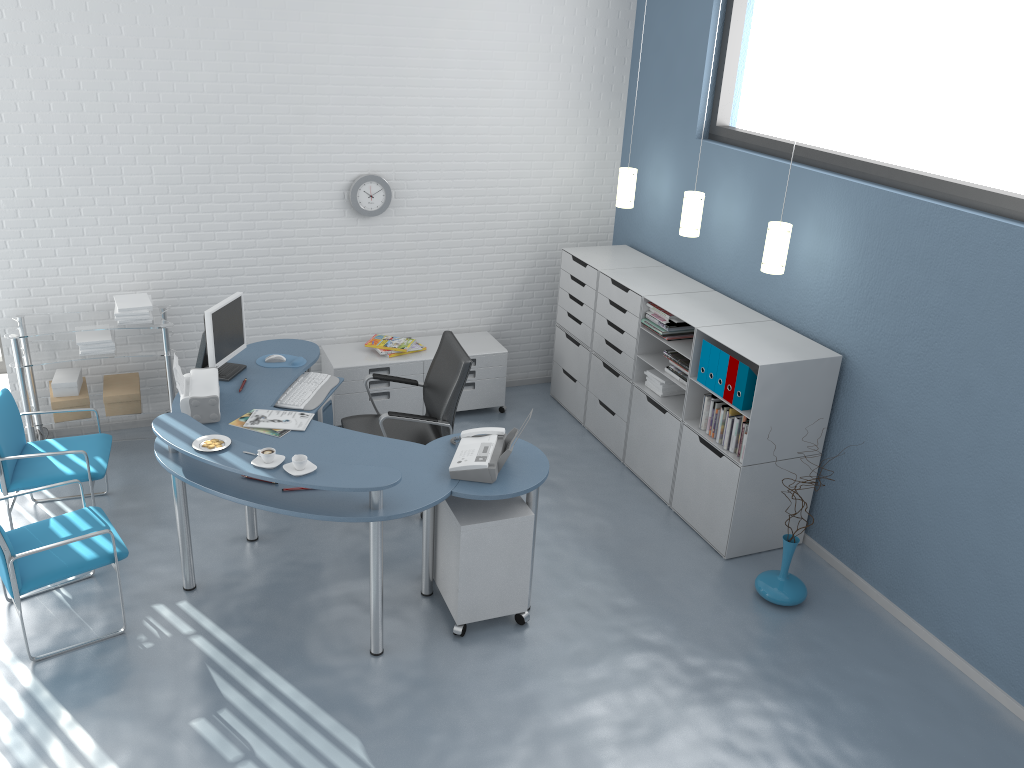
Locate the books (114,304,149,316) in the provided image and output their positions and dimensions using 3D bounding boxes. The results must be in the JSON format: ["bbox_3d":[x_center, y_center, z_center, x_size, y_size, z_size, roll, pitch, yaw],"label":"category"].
[{"bbox_3d":[-2.291,-0.466,5.352,0.190,0.015,0.270,-5,25,-19],"label":"books"}]

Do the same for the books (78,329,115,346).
[{"bbox_3d":[-2.508,-0.290,5.359,0.190,0.015,0.270,-6,25,-21],"label":"books"}]

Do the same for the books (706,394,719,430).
[{"bbox_3d":[1.159,0.151,4.945,0.138,0.229,0.032,-6,25,-22],"label":"books"}]

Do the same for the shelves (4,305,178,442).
[{"bbox_3d":[-2.529,0.006,5.466,0.896,0.848,0.441,-6,25,-21],"label":"shelves"}]

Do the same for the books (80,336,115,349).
[{"bbox_3d":[-2.505,-0.273,5.359,0.190,0.015,0.270,-7,25,-23],"label":"books"}]

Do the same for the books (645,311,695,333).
[{"bbox_3d":[0.958,-0.380,5.323,0.212,0.044,0.265,-6,25,-22],"label":"books"}]

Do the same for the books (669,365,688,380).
[{"bbox_3d":[1.061,-0.066,5.152,0.212,0.023,0.224,-6,25,-22],"label":"books"}]

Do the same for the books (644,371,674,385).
[{"bbox_3d":[0.981,-0.050,5.472,0.270,0.015,0.190,-6,25,-22],"label":"books"}]

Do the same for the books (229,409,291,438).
[{"bbox_3d":[-1.205,0.191,4.360,0.300,0.005,0.200,12,24,19],"label":"books"}]

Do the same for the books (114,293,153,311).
[{"bbox_3d":[-2.286,-0.496,5.347,0.190,0.015,0.270,-9,26,-26],"label":"books"}]

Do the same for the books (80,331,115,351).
[{"bbox_3d":[-2.507,-0.262,5.370,0.190,0.015,0.270,-6,25,-22],"label":"books"}]

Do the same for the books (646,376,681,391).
[{"bbox_3d":[0.992,-0.017,5.471,0.270,0.015,0.190,-6,25,-22],"label":"books"}]

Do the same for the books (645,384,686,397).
[{"bbox_3d":[0.989,0.022,5.496,0.270,0.015,0.190,-6,25,-22],"label":"books"}]

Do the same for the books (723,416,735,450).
[{"bbox_3d":[1.223,0.255,4.766,0.173,0.184,0.032,-6,25,-22],"label":"books"}]

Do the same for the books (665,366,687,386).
[{"bbox_3d":[1.052,-0.047,5.180,0.212,0.034,0.265,-6,25,-22],"label":"books"}]

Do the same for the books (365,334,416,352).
[{"bbox_3d":[-0.833,-0.281,6.102,0.300,0.020,0.210,8,23,10],"label":"books"}]

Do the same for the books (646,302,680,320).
[{"bbox_3d":[0.960,-0.444,5.299,0.212,0.024,0.258,-6,25,-22],"label":"books"}]

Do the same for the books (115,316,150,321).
[{"bbox_3d":[-2.295,-0.438,5.364,0.190,0.015,0.270,-6,25,-20],"label":"books"}]

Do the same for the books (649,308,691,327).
[{"bbox_3d":[0.978,-0.411,5.298,0.187,0.034,0.298,-6,25,-22],"label":"books"}]

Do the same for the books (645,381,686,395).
[{"bbox_3d":[0.990,0.008,5.490,0.270,0.015,0.190,-8,25,-24],"label":"books"}]

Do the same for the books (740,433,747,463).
[{"bbox_3d":[1.280,0.325,4.637,0.178,0.163,0.032,-6,25,-22],"label":"books"}]

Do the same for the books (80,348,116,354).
[{"bbox_3d":[-2.514,-0.246,5.370,0.190,0.015,0.270,-8,26,-26],"label":"books"}]

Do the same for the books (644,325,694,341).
[{"bbox_3d":[0.955,-0.320,5.349,0.209,0.019,0.265,-6,25,-22],"label":"books"}]

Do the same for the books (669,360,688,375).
[{"bbox_3d":[1.064,-0.099,5.154,0.197,0.034,0.251,-6,25,-22],"label":"books"}]

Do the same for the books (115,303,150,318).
[{"bbox_3d":[-2.296,-0.455,5.364,0.190,0.015,0.270,-6,25,-22],"label":"books"}]

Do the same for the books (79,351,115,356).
[{"bbox_3d":[-2.515,-0.232,5.376,0.190,0.015,0.270,-7,25,-23],"label":"books"}]

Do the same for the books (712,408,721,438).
[{"bbox_3d":[1.179,0.209,4.885,0.157,0.172,0.021,-6,25,-22],"label":"books"}]

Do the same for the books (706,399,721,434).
[{"bbox_3d":[1.159,0.176,4.925,0.157,0.198,0.022,-6,25,-22],"label":"books"}]

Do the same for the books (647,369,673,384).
[{"bbox_3d":[0.994,-0.061,5.461,0.270,0.015,0.190,-9,26,-26],"label":"books"}]

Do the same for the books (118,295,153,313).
[{"bbox_3d":[-2.280,-0.487,5.364,0.190,0.015,0.270,-6,25,-22],"label":"books"}]

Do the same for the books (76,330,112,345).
[{"bbox_3d":[-2.517,-0.296,5.335,0.190,0.015,0.270,-8,25,-25],"label":"books"}]

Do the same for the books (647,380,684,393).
[{"bbox_3d":[0.997,-0.003,5.478,0.270,0.015,0.190,-6,25,-20],"label":"books"}]

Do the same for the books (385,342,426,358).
[{"bbox_3d":[-0.776,-0.250,6.141,0.300,0.020,0.210,-14,29,-36],"label":"books"}]

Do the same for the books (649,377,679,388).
[{"bbox_3d":[0.999,-0.031,5.469,0.270,0.015,0.190,-5,25,-19],"label":"books"}]

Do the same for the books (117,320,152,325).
[{"bbox_3d":[-2.291,-0.413,5.382,0.190,0.015,0.270,-6,25,-22],"label":"books"}]

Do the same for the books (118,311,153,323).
[{"bbox_3d":[-2.290,-0.427,5.376,0.190,0.015,0.270,-8,25,-24],"label":"books"}]

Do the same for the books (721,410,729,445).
[{"bbox_3d":[1.215,0.228,4.804,0.155,0.203,0.017,-6,25,-22],"label":"books"}]

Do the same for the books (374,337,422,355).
[{"bbox_3d":[-0.798,-0.263,6.116,0.300,0.020,0.210,-9,26,-27],"label":"books"}]

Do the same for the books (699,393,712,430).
[{"bbox_3d":[1.136,0.150,4.977,0.157,0.203,0.040,-6,25,-22],"label":"books"}]

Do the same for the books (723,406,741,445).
[{"bbox_3d":[1.222,0.215,4.779,0.157,0.247,0.021,-6,25,-22],"label":"books"}]

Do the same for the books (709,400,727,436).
[{"bbox_3d":[1.170,0.184,4.901,0.157,0.203,0.032,-6,25,-22],"label":"books"}]

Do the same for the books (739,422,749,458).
[{"bbox_3d":[1.279,0.294,4.659,0.157,0.203,0.032,-6,25,-22],"label":"books"}]

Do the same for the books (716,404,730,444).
[{"bbox_3d":[1.199,0.212,4.823,0.166,0.217,0.038,-6,25,-22],"label":"books"}]

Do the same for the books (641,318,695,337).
[{"bbox_3d":[0.941,-0.348,5.344,0.234,0.034,0.240,-6,25,-22],"label":"books"}]

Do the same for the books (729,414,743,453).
[{"bbox_3d":[1.245,0.259,4.735,0.157,0.203,0.040,-6,25,-22],"label":"books"}]

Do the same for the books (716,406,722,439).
[{"bbox_3d":[1.195,0.209,4.860,0.146,0.193,0.032,-6,25,-22],"label":"books"}]

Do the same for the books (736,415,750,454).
[{"bbox_3d":[1.268,0.261,4.703,0.138,0.229,0.032,-6,25,-22],"label":"books"}]

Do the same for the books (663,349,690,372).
[{"bbox_3d":[1.048,-0.138,5.148,0.224,0.041,0.283,-6,25,-22],"label":"books"}]

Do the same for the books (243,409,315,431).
[{"bbox_3d":[-1.151,0.179,4.391,0.300,0.010,0.200,4,23,1],"label":"books"}]
